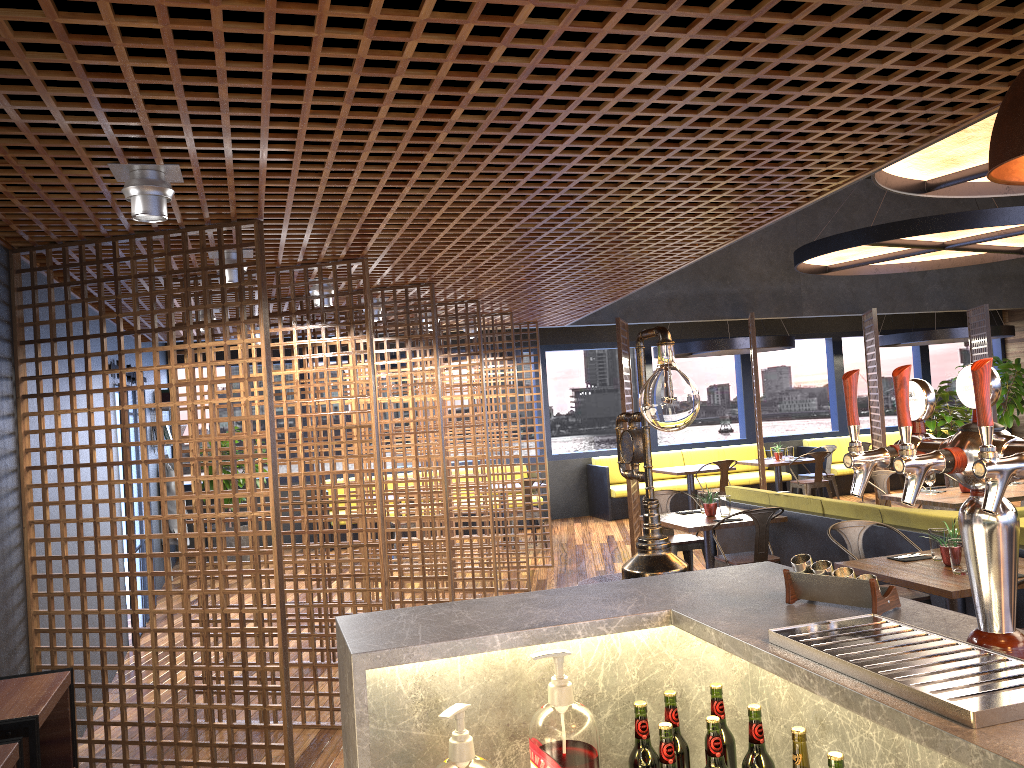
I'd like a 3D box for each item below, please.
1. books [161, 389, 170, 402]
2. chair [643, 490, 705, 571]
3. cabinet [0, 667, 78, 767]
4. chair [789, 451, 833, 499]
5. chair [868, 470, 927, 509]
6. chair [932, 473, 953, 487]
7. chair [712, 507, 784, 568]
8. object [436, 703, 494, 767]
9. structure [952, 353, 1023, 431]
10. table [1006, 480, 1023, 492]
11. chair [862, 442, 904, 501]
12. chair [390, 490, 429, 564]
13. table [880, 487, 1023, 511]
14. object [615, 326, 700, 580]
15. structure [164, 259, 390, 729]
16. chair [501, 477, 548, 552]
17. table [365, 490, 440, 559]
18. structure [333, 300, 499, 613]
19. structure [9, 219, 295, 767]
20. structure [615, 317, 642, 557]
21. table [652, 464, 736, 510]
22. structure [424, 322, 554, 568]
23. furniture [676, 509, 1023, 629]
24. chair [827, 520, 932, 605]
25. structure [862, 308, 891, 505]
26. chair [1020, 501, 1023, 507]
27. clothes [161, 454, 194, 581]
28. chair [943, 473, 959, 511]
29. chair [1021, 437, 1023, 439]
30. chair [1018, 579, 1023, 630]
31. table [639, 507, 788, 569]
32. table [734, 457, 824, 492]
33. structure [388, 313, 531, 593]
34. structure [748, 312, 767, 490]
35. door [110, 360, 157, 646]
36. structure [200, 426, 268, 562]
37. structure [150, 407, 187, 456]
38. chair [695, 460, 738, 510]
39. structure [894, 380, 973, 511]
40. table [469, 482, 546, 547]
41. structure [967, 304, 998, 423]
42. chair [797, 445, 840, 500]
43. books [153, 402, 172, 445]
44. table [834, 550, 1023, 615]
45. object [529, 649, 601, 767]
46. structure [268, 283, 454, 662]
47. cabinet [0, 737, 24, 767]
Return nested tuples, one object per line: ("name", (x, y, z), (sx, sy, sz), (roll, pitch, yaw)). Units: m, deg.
("books", (-4.161, 0.193, 10.673), (0.177, 0.245, 0.450), (-3, -1, -16))
("chair", (1.492, 1.439, 8.028), (0.504, 0.917, 0.541), (-3, -1, -16))
("cabinet", (-1.577, 1.469, 2.695), (0.473, 1.007, 0.553), (-3, -1, -16))
("chair", (4.080, 1.368, 12.092), (0.504, 0.917, 0.541), (-3, -1, -16))
("chair", (3.732, 1.307, 8.547), (0.504, 0.917, 0.541), (-3, -1, -16))
("chair", (6.380, 1.236, 12.774), (0.504, 0.917, 0.541), (-3, -1, -16))
("chair", (1.838, 1.389, 6.852), (0.504, 0.917, 0.541), (-3, -1, -16))
("object", (-0.090, 0.755, 1.666), (0.133, 0.301, 0.133), (-3, -1, -11))
("structure", (8.516, 0.526, 15.364), (1.493, 2.184, 1.272), (-3, -1, -16))
("table", (4.819, 1.304, 8.060), (0.906, 0.763, 0.887), (-3, -1, -17))
("chair", (5.519, 1.304, 13.298), (0.541, 0.917, 0.504), (-3, -1, -16))
("chair", (-1.226, 1.674, 10.518), (0.504, 0.917, 0.541), (-3, -1, -16))
("table", (3.951, 1.354, 7.803), (0.906, 0.763, 0.887), (-3, -1, -17))
("object", (0.508, 0.273, 3.225), (0.263, 0.944, 0.566), (-3, -1, -24))
("structure", (-1.395, 0.669, 5.255), (1.319, 2.700, 0.050), (-4, -1, 13))
("chair", (0.143, 1.595, 10.924), (0.504, 0.917, 0.541), (-3, -1, -16))
("table", (-1.407, 1.781, 11.189), (0.887, 0.763, 0.906), (-3, -1, -17))
("structure", (-0.830, 0.688, 7.595), (1.319, 2.700, 0.050), (-4, -1, 13))
("structure", (-1.677, 0.660, 4.085), (1.319, 2.700, 0.050), (-4, -1, 13))
("structure", (1.363, 0.609, 10.261), (0.050, 2.700, 0.852), (-4, -1, 13))
("table", (2.518, 1.555, 12.353), (0.887, 0.763, 0.906), (-3, -1, -17))
("structure", (-0.266, 0.707, 9.935), (1.319, 2.700, 0.050), (-4, -1, 13))
("furniture", (5.071, 1.145, 5.213), (4.895, 0.914, 7.462), (-3, -1, -21))
("chair", (2.271, 1.328, 5.457), (0.504, 0.917, 0.541), (-3, -1, -16))
("structure", (4.617, 0.422, 11.226), (0.050, 2.700, 0.852), (-4, -1, 13))
("chair", (5.462, 1.207, 9.060), (0.504, 0.917, 0.541), (-3, -1, -16))
("clothes", (-3.928, 1.558, 10.420), (0.401, 1.494, 0.423), (-3, -1, -21))
("chair", (4.600, 1.257, 8.805), (0.504, 0.917, 0.541), (-3, -1, -16))
("chair", (7.749, 1.157, 13.180), (0.504, 0.917, 0.541), (-3, -1, -16))
("chair", (2.622, 1.277, 4.263), (0.504, 0.917, 0.541), (-3, -1, -16))
("table", (1.692, 1.492, 7.447), (0.887, 0.763, 0.906), (-3, -1, -17))
("table", (3.858, 1.478, 12.755), (0.906, 0.763, 0.887), (-3, -1, -17))
("structure", (-0.548, 0.697, 8.765), (1.319, 2.700, 0.050), (-4, -1, 13))
("structure", (2.990, 0.516, 10.744), (0.050, 2.700, 0.852), (-4, -1, 13))
("door", (-3.445, 1.019, 8.156), (0.052, 2.386, 2.441), (-3, -1, -16))
("structure", (-3.732, 1.446, 11.808), (0.993, 1.763, 1.166), (-5, -2, 44))
("structure", (-4.027, 0.542, 10.454), (0.293, 0.563, 1.220), (-3, -1, -16))
("chair", (2.711, 1.447, 11.685), (0.504, 0.917, 0.541), (-3, -1, -16))
("structure", (5.172, 0.844, 10.693), (0.993, 1.763, 1.166), (-5, -2, 44))
("table", (-0.067, 1.704, 11.587), (0.887, 0.763, 0.906), (-3, -1, -17))
("structure", (6.245, 0.328, 11.709), (0.050, 2.700, 0.852), (-4, -1, 13))
("chair", (4.468, 1.363, 12.923), (0.541, 0.917, 0.504), (-3, -1, -16))
("books", (-3.945, 0.452, 10.023), (0.223, 0.489, 0.286), (-3, -1, -25))
("table", (2.457, 1.381, 4.860), (0.887, 0.763, 0.906), (-3, -1, -17))
("object", (0.101, 0.701, 1.687), (0.133, 0.385, 0.133), (-4, -1, 23))
("structure", (-1.113, 0.679, 6.425), (1.319, 2.700, 0.050), (-4, -1, 13))
("cabinet", (-1.381, 1.440, 2.029), (0.473, 1.007, 0.553), (-3, -1, -16))
